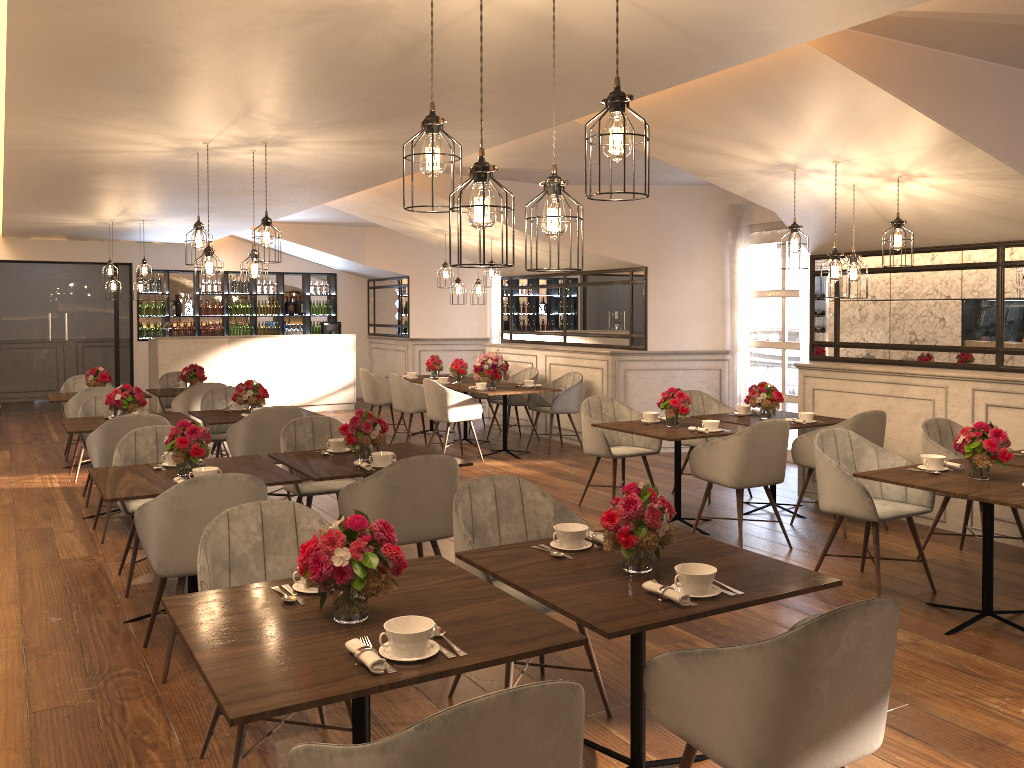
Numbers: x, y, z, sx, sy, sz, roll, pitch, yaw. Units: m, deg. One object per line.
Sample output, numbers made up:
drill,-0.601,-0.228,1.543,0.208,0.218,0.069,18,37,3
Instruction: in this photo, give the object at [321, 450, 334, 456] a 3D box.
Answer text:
object,-1.087,0.408,5.218,0.022,0.004,0.211,-3,5,-30

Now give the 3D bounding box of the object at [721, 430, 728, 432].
object,1.433,0.321,6.199,0.022,0.004,0.211,-3,5,-30

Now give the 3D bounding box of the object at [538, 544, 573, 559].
object,0.154,0.582,3.072,0.022,0.004,0.211,-3,5,-30

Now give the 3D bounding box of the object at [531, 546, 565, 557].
object,0.120,0.577,3.060,0.043,0.015,0.197,-3,6,-34

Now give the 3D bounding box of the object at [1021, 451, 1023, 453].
object,3.023,0.373,5.109,0.148,0.072,0.148,2,5,27

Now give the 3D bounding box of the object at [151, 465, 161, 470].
object,-1.916,0.443,4.746,0.043,0.015,0.197,-3,6,-34

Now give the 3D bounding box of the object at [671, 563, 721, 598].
object,0.544,0.583,2.624,0.148,0.072,0.148,3,5,37

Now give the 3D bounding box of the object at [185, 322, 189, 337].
object,-5.351,-0.888,14.561,0.066,0.261,0.065,1,2,39

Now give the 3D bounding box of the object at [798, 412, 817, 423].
object,2.197,0.251,6.609,0.148,0.072,0.148,2,5,27

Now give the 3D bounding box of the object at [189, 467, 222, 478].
object,-1.492,0.449,4.310,0.148,0.072,0.148,3,5,37

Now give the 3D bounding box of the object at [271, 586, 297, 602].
object,-0.675,0.617,2.600,0.043,0.015,0.197,-3,6,-34

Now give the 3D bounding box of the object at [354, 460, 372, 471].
object,-0.795,0.431,4.713,0.056,0.039,0.176,-2,5,-30

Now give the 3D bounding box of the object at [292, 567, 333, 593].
object,-0.587,0.582,2.673,0.148,0.072,0.148,3,5,37

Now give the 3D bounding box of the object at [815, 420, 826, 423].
object,2.285,0.274,6.683,0.043,0.015,0.197,-3,6,-34

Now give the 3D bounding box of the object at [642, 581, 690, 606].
object,0.446,0.605,2.567,0.056,0.039,0.176,-2,5,-30

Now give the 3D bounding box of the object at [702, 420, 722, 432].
object,1.379,0.292,6.136,0.148,0.072,0.148,2,5,27

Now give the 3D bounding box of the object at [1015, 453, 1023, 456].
object,2.969,0.412,5.048,0.022,0.004,0.211,-3,5,-30

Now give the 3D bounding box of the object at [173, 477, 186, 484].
object,-1.591,0.471,4.253,0.056,0.039,0.176,-2,5,-30

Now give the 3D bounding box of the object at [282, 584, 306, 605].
object,-0.641,0.622,2.612,0.022,0.004,0.211,-3,5,-30

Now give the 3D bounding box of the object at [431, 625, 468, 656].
object,-0.169,0.646,2.234,0.043,0.015,0.197,-2,5,-26

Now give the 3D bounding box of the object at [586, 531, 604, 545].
object,0.307,0.554,3.190,0.056,0.039,0.176,-2,5,-30

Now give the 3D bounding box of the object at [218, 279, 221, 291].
object,-4.892,-1.640,14.774,0.069,0.208,0.040,-1,2,-30

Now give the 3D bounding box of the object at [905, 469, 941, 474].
object,2.123,0.448,4.568,0.043,0.015,0.197,-2,5,-26

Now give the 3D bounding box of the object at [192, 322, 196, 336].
object,-5.255,-0.893,14.617,0.066,0.261,0.065,1,2,39

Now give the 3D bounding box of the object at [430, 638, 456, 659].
object,-0.197,0.652,2.227,0.022,0.004,0.211,-3,5,-30

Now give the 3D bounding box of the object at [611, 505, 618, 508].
object,0.367,0.405,2.922,0.077,0.052,0.045,1,3,22

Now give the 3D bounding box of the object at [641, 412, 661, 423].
object,1.043,0.251,6.645,0.148,0.072,0.148,2,5,27

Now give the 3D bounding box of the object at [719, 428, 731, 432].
object,1.467,0.315,6.211,0.043,0.015,0.197,-3,6,-34

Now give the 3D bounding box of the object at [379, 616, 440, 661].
object,-0.251,0.623,2.164,0.148,0.072,0.148,3,5,37

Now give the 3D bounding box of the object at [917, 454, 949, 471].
object,2.205,0.414,4.636,0.148,0.072,0.148,2,5,27

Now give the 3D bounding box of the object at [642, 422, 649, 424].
object,0.961,0.286,6.576,0.043,0.015,0.197,-2,5,-26

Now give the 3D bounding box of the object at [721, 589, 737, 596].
object,0.599,0.613,2.686,0.022,0.004,0.211,-3,5,-30

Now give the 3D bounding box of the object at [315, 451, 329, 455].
object,-1.121,0.403,5.206,0.043,0.015,0.197,-3,6,-34

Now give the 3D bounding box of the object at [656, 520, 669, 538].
object,0.450,0.454,2.792,0.077,0.052,0.049,2,3,26

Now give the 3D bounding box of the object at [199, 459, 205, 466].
object,-1.729,0.420,4.876,0.056,0.039,0.176,-2,5,-30

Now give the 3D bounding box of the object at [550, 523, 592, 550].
object,0.209,0.542,3.133,0.148,0.072,0.148,3,5,37

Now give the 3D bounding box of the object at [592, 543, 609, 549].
object,0.282,0.563,3.165,0.025,0.024,0.193,-2,5,-30

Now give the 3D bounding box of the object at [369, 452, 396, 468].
object,-0.697,0.410,4.770,0.148,0.072,0.148,3,5,37

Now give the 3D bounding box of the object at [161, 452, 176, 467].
object,-1.828,0.408,4.819,0.148,0.072,0.148,3,5,37

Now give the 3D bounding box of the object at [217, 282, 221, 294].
object,-4.892,-1.604,14.775,0.070,0.190,0.041,-1,2,-30

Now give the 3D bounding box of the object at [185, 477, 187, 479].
object,-1.566,0.476,4.279,0.025,0.024,0.193,-2,5,-30

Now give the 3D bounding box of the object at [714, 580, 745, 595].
object,0.633,0.606,2.698,0.043,0.015,0.197,-3,6,-34

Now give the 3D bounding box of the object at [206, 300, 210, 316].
object,-5.051,-1.265,14.726,0.066,0.261,0.065,1,2,39

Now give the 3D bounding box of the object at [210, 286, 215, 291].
object,-4.979,-1.636,14.724,0.069,0.208,0.040,-1,2,-30

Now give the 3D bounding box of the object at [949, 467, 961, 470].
object,2.278,0.435,4.669,0.025,0.024,0.193,-2,5,-30

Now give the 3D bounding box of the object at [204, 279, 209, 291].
object,-5.066,-1.632,14.674,0.069,0.208,0.040,-1,2,-30

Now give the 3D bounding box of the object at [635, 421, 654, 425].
object,0.989,0.291,6.584,0.022,0.004,0.211,-3,5,-30

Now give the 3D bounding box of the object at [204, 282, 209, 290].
object,-5.066,-1.595,14.675,0.070,0.190,0.041,-1,2,-30

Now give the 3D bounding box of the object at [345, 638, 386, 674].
object,-0.350,0.645,2.107,0.056,0.039,0.176,-2,5,-30

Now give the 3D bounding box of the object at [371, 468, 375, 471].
object,-0.770,0.436,4.739,0.025,0.024,0.193,-2,5,-30

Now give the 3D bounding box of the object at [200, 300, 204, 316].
object,-5.147,-1.260,14.671,0.066,0.261,0.065,1,2,39

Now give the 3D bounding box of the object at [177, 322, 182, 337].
object,-5.447,-0.883,14.506,0.066,0.261,0.065,1,2,39

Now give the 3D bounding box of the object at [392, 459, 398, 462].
object,-0.608,0.432,4.844,0.043,0.015,0.197,-3,6,-34

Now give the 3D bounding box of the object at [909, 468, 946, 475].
object,2.151,0.453,4.575,0.022,0.004,0.211,-3,5,-30

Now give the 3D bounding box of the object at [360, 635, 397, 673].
object,-0.324,0.650,2.133,0.025,0.024,0.193,-2,5,-30

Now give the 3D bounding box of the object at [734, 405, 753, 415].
object,1.861,0.210,7.118,0.148,0.072,0.148,2,5,27

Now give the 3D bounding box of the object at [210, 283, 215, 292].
object,-4.979,-1.600,14.725,0.070,0.190,0.041,-1,2,-30

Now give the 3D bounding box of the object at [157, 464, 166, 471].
object,-1.882,0.448,4.758,0.022,0.004,0.211,-3,5,-30

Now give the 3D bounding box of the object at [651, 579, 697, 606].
object,0.471,0.610,2.593,0.025,0.024,0.193,-2,5,-30
